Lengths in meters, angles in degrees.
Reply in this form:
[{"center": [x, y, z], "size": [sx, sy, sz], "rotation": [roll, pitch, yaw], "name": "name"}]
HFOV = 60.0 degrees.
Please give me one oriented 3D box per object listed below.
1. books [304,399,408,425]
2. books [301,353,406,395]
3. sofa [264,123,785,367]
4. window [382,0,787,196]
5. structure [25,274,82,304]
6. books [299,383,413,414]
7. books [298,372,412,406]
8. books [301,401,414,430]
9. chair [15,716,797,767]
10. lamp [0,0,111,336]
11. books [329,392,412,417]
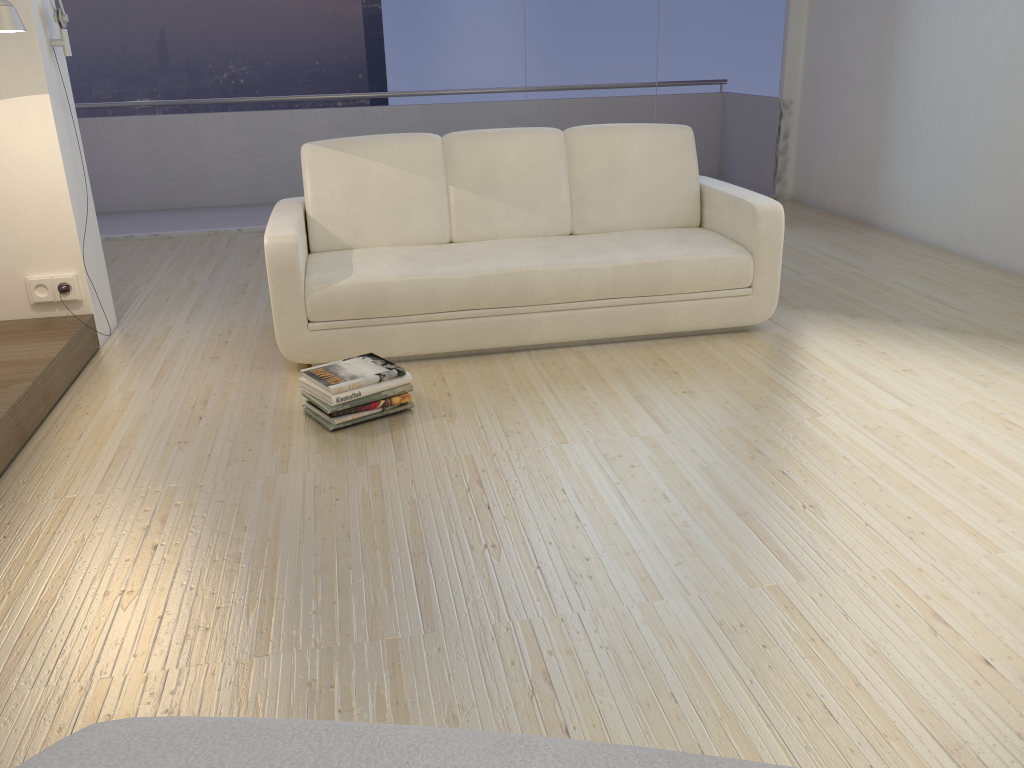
[{"center": [-0.562, 0.066, 3.195], "size": [0.287, 0.018, 0.247], "rotation": [-17, 26, -34], "name": "books"}, {"center": [-0.565, -0.039, 3.155], "size": [0.287, 0.025, 0.247], "rotation": [-17, 26, -34], "name": "books"}, {"center": [0.024, -0.695, 4.036], "size": [2.166, 0.862, 0.941], "rotation": [-5, 21, -10], "name": "sofa"}, {"center": [0.579, -2.638, 6.381], "size": [2.988, 2.706, 0.012], "rotation": [-5, 21, -10], "name": "window"}, {"center": [-1.983, -0.411, 3.837], "size": [0.206, 0.114, 0.028], "rotation": [-5, 21, -10], "name": "structure"}, {"center": [-0.559, 0.019, 3.181], "size": [0.328, 0.027, 0.247], "rotation": [-16, 25, -32], "name": "books"}, {"center": [-0.560, -0.011, 3.169], "size": [0.319, 0.038, 0.247], "rotation": [-18, 26, -36], "name": "books"}, {"center": [-0.557, 0.082, 3.205], "size": [0.328, 0.018, 0.247], "rotation": [-16, 25, -32], "name": "books"}, {"center": [-0.040, 0.706, 0.331], "size": [0.919, 0.828, 0.941], "rotation": [2, 21, 9], "name": "chair"}, {"center": [-1.819, -0.976, 3.417], "size": [0.204, 1.841, 0.891], "rotation": [-7, 22, -14], "name": "lamp"}, {"center": [-0.541, 0.042, 3.199], "size": [0.287, 0.025, 0.247], "rotation": [-11, 23, -24], "name": "books"}]
